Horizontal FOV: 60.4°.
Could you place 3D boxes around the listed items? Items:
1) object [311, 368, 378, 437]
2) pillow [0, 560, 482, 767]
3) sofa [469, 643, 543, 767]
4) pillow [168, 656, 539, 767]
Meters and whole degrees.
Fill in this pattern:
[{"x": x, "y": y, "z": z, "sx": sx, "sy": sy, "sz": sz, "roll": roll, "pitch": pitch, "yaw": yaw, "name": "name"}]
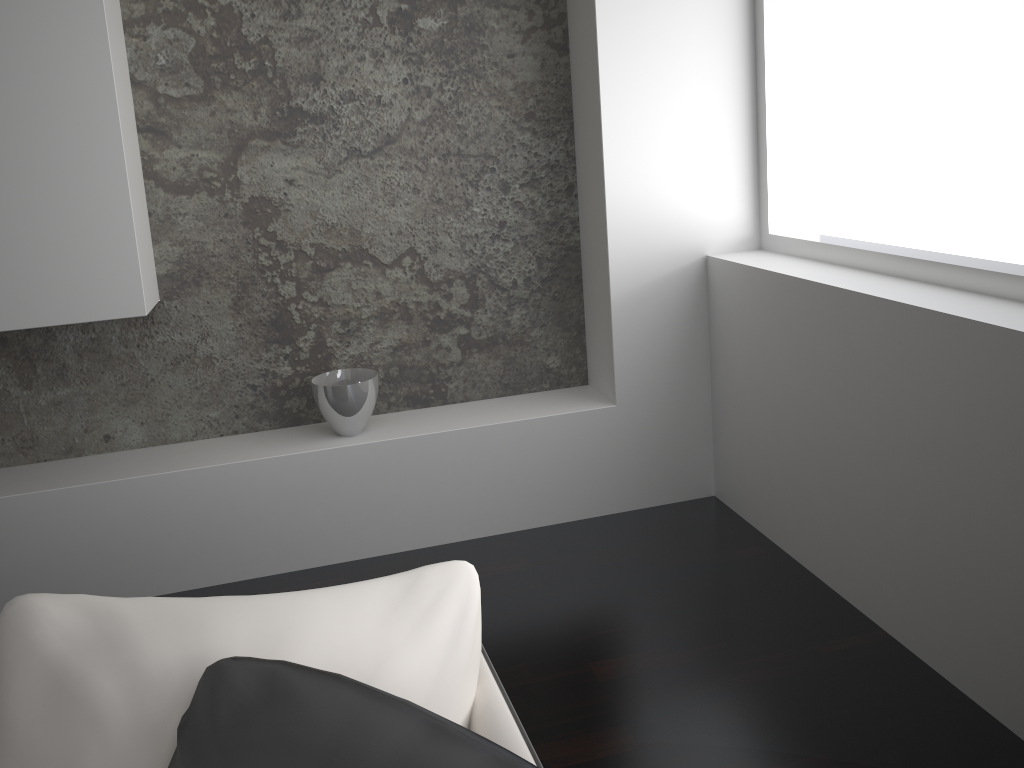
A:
[{"x": -0.543, "y": 0.069, "z": 2.906, "sx": 0.216, "sy": 0.186, "sz": 0.219, "roll": -9, "pitch": 14, "yaw": -19, "name": "object"}, {"x": -0.292, "y": 0.493, "z": 0.962, "sx": 0.588, "sy": 0.497, "sz": 0.305, "roll": -6, "pitch": 11, "yaw": -10, "name": "pillow"}, {"x": -1.009, "y": 0.837, "z": 0.667, "sx": 2.248, "sy": 0.647, "sz": 0.937, "roll": -8, "pitch": 14, "yaw": -16, "name": "sofa"}, {"x": -0.135, "y": 0.542, "z": 0.737, "sx": 0.553, "sy": 0.427, "sz": 0.340, "roll": 4, "pitch": 14, "yaw": 31, "name": "pillow"}]
